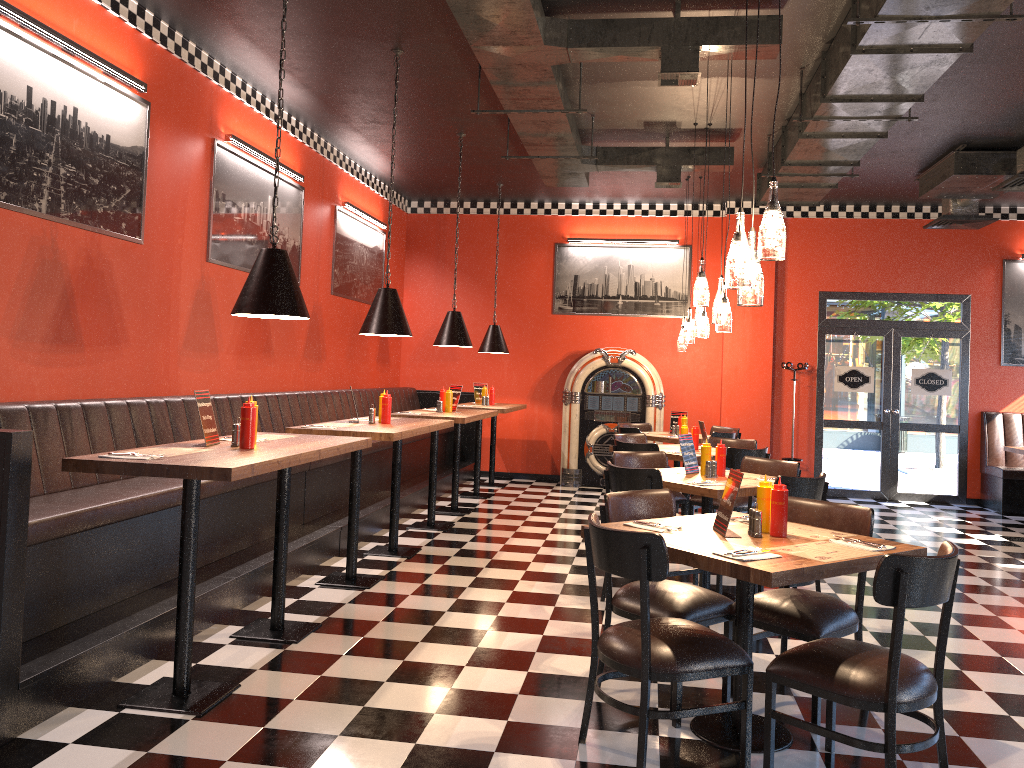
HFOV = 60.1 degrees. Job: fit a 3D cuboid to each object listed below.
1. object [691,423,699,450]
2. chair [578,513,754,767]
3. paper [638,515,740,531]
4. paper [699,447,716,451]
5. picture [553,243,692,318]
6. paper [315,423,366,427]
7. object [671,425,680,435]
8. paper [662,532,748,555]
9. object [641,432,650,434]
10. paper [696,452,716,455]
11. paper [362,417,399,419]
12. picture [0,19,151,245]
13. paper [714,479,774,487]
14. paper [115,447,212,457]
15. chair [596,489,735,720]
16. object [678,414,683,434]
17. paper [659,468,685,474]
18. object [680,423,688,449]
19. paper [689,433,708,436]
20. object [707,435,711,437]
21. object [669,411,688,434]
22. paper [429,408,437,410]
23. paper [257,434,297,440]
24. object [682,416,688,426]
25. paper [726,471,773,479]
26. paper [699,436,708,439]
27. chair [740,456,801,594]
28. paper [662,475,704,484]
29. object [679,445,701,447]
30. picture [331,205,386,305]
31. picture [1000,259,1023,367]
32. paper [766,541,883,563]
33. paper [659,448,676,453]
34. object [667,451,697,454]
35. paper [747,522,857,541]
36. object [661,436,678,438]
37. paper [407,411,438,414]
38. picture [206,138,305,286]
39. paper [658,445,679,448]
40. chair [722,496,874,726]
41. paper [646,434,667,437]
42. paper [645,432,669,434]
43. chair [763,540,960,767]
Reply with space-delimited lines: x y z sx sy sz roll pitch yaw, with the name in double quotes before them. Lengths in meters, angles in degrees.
"object" 1.629 0.465 7.880 0.068 0.238 0.068 2 -2 14
"chair" 0.539 0.942 3.279 0.544 0.868 0.486 3 -1 -24
"paper" 0.769 0.602 3.851 0.365 0.001 0.261 2 1 -36
"paper" 1.812 0.589 8.022 0.261 0.001 0.365 2 1 -38
"picture" 1.427 -1.349 11.544 1.770 0.941 0.023 2 -2 9
"paper" -1.165 0.274 5.943 0.261 0.001 0.365 2 1 11
"object" 1.816 0.500 9.823 0.094 0.136 0.046 2 -2 9
"paper" 0.709 0.606 3.377 0.261 0.001 0.365 2 1 -34
"object" 1.439 0.542 9.936 0.157 0.019 0.255 2 1 -34
"paper" 1.764 0.593 7.577 0.365 0.001 0.261 2 1 -37
"paper" -1.041 0.267 6.901 0.261 0.001 0.365 2 1 11
"picture" -2.541 -1.377 4.944 0.023 0.940 1.768 2 0 9
"paper" 1.455 0.608 5.451 0.365 0.001 0.261 2 1 -38
"paper" -1.490 0.289 3.799 0.261 0.001 0.365 2 1 11
"chair" 0.676 0.938 3.970 0.486 0.868 0.544 3 -2 -41
"object" 1.885 0.449 9.886 0.068 0.238 0.068 2 -2 6
"paper" 1.061 0.587 5.956 0.365 0.001 0.261 2 1 -35
"object" 1.536 0.461 7.896 0.068 0.238 0.068 2 -2 14
"paper" 2.102 0.575 10.030 0.261 0.001 0.365 2 1 -37
"object" 2.213 0.574 9.727 0.157 0.019 0.255 2 1 -36
"object" 1.880 0.438 9.992 0.188 0.257 0.072 2 -2 19
"paper" -0.714 0.253 8.970 0.261 0.001 0.365 2 1 11
"paper" -1.335 0.283 4.746 0.261 0.001 0.365 2 1 11
"object" 1.909 0.451 9.796 0.068 0.238 0.068 2 -2 6
"paper" 1.536 0.606 5.909 0.261 0.001 0.365 2 1 -38
"paper" 2.013 0.577 9.574 0.365 0.001 0.261 2 1 -37
"chair" 1.652 0.949 6.038 0.544 0.868 0.486 3 -1 -36
"paper" 1.010 0.590 5.496 0.261 0.001 0.365 2 1 -38
"object" 1.657 0.572 8.220 0.255 0.019 0.157 2 1 -36
"picture" -1.735 -1.413 10.162 0.023 0.940 1.768 2 0 9
"picture" 6.490 -0.853 10.748 1.023 1.303 0.016 2 -2 9
"paper" 1.168 0.624 3.313 0.365 0.001 0.261 2 1 -36
"paper" 1.304 0.575 7.632 0.261 0.001 0.365 2 1 -35
"object" 1.446 0.574 7.461 0.255 0.019 0.157 2 1 -34
"paper" 1.225 0.621 3.757 0.261 0.001 0.365 2 1 -37
"object" 1.733 0.560 9.444 0.255 0.019 0.157 2 1 -33
"paper" -0.852 0.259 8.061 0.261 0.001 0.365 2 1 11
"picture" -2.138 -1.395 7.553 0.023 0.940 1.768 2 0 9
"paper" 1.355 0.570 8.107 0.365 0.001 0.261 2 1 -37
"chair" 1.276 0.962 3.891 0.544 0.868 0.486 3 -2 -42
"paper" 1.569 0.559 9.627 0.261 0.001 0.365 2 1 -37
"paper" 1.628 0.556 10.086 0.365 0.001 0.261 2 1 -34
"chair" 1.235 0.971 3.068 0.486 0.868 0.544 3 -2 -41
